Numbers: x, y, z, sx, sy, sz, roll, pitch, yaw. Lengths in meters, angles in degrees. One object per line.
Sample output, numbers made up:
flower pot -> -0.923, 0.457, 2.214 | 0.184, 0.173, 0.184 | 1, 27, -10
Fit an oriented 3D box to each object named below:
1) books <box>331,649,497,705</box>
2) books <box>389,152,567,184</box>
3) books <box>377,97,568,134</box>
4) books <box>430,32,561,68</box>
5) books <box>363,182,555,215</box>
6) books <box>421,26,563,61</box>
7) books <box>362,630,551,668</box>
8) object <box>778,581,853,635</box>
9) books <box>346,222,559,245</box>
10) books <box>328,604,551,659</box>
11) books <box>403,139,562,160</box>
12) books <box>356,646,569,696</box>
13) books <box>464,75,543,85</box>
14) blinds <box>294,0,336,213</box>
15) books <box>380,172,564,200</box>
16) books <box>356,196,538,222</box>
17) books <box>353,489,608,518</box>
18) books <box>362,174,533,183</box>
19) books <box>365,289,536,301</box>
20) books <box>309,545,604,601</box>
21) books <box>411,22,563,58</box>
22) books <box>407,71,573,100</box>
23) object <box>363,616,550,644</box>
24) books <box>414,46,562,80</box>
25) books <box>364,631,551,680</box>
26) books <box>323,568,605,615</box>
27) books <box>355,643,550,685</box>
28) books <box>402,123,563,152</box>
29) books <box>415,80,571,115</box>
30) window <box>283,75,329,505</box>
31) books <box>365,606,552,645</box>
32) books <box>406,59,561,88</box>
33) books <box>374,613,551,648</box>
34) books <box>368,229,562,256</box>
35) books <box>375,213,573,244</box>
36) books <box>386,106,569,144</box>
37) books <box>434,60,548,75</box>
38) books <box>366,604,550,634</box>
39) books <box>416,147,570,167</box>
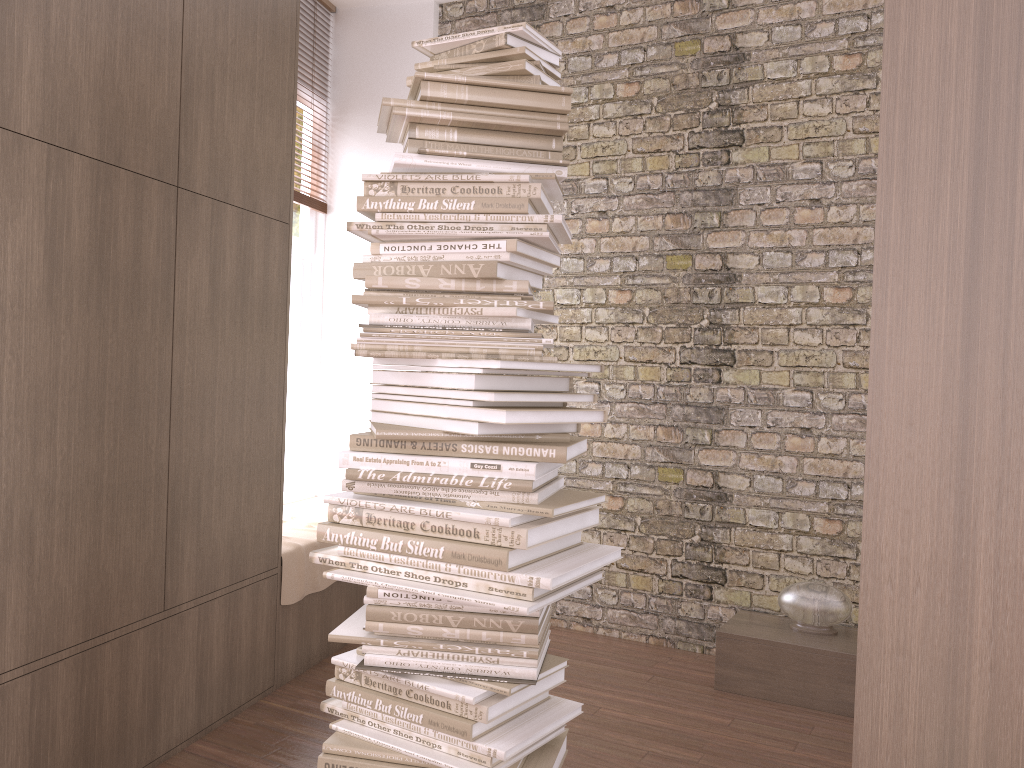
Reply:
books -> -0.170, 0.678, 2.166 | 0.422, 0.016, 0.330 | 3, 1, 33
books -> -0.094, -0.508, 2.174 | 0.404, 0.026, 0.266 | 2, 1, -12
books -> -0.106, -0.638, 2.178 | 0.435, 0.019, 0.248 | 2, 1, -12
books -> -0.043, -0.790, 2.174 | 0.260, 0.029, 0.193 | 3, 1, 43
books -> -0.117, -0.448, 2.199 | 0.416, 0.035, 0.323 | 2, 1, 8
books -> -0.047, -0.810, 2.165 | 0.277, 0.008, 0.216 | 3, 1, 28
books -> -0.122, 0.616, 2.152 | 0.405, 0.018, 0.300 | 2, 1, 8
object -> 1.258, 0.924, 3.687 | 0.296, 0.199, 0.211 | 2, 1, 26
books -> -0.132, -0.361, 2.188 | 0.470, 0.022, 0.306 | 2, 1, 8
books -> -0.162, 0.596, 2.160 | 0.488, 0.018, 0.296 | 2, 1, 8
books -> -0.081, -0.550, 2.204 | 0.371, 0.036, 0.211 | 2, 1, -12
books -> -0.121, 0.664, 2.158 | 0.448, 0.016, 0.264 | 3, 1, 33
books -> -0.056, -0.711, 2.175 | 0.272, 0.023, 0.201 | 2, 1, 8
blinds -> -1.193, -1.511, 4.243 | 0.042, 1.138, 1.373 | 2, 1, 15
books -> -0.089, -0.488, 2.195 | 0.416, 0.015, 0.245 | 2, 1, 8
books -> -0.140, -0.412, 2.182 | 0.401, 0.035, 0.315 | 2, 1, 8
books -> -0.076, 0.271, 2.191 | 0.542, 0.020, 0.320 | 3, 1, 28
books -> -0.134, -0.474, 2.182 | 0.392, 0.015, 0.306 | 2, 1, 8
books -> -0.142, -0.214, 2.187 | 0.395, 0.009, 0.233 | 2, 1, 3
books -> -0.133, 0.437, 2.200 | 0.612, 0.028, 0.399 | 3, 1, 28
books -> -0.060, -0.822, 2.178 | 0.313, 0.014, 0.204 | 3, 1, 28
books -> -0.066, -0.692, 2.165 | 0.366, 0.012, 0.287 | 2, 1, -12
object -> -0.125, 0.576, 2.150 | 0.413, 0.008, 0.243 | 2, 1, 8
books -> -0.057, -0.767, 2.177 | 0.303, 0.015, 0.202 | 3, 1, 28
books -> -0.119, 0.637, 2.147 | 0.396, 0.024, 0.310 | 2, 1, 8
books -> -0.108, 0.462, 2.149 | 0.542, 0.016, 0.423 | 3, 1, 28
books -> -0.129, 0.653, 2.143 | 0.413, 0.006, 0.322 | 2, 1, 8
books -> -0.080, -0.587, 2.203 | 0.371, 0.036, 0.211 | 2, 1, -12
books -> -0.061, -0.666, 2.173 | 0.351, 0.036, 0.275 | 2, 1, -12
window -> -1.319, -0.486, 4.280 | 0.160, 2.229, 1.407 | 2, 1, 15
books -> -0.116, 0.559, 2.146 | 0.396, 0.024, 0.310 | 2, 1, 8
books -> -0.068, -0.736, 2.185 | 0.327, 0.023, 0.198 | 3, 1, 28
books -> -0.109, 0.584, 2.163 | 0.385, 0.008, 0.274 | 2, 1, 8
books -> -0.100, -0.341, 2.158 | 0.416, 0.012, 0.324 | 2, 1, 8
books -> -0.079, -0.381, 2.186 | 0.434, 0.019, 0.324 | 2, 1, 8
books -> -0.094, -0.616, 2.175 | 0.412, 0.019, 0.259 | 2, 1, -12
books -> -0.041, -0.753, 2.178 | 0.258, 0.010, 0.183 | 2, 1, 13
books -> -0.115, 0.529, 2.145 | 0.396, 0.033, 0.310 | 2, 1, 8
books -> -0.066, -0.526, 2.170 | 0.351, 0.010, 0.284 | 2, 1, -12
